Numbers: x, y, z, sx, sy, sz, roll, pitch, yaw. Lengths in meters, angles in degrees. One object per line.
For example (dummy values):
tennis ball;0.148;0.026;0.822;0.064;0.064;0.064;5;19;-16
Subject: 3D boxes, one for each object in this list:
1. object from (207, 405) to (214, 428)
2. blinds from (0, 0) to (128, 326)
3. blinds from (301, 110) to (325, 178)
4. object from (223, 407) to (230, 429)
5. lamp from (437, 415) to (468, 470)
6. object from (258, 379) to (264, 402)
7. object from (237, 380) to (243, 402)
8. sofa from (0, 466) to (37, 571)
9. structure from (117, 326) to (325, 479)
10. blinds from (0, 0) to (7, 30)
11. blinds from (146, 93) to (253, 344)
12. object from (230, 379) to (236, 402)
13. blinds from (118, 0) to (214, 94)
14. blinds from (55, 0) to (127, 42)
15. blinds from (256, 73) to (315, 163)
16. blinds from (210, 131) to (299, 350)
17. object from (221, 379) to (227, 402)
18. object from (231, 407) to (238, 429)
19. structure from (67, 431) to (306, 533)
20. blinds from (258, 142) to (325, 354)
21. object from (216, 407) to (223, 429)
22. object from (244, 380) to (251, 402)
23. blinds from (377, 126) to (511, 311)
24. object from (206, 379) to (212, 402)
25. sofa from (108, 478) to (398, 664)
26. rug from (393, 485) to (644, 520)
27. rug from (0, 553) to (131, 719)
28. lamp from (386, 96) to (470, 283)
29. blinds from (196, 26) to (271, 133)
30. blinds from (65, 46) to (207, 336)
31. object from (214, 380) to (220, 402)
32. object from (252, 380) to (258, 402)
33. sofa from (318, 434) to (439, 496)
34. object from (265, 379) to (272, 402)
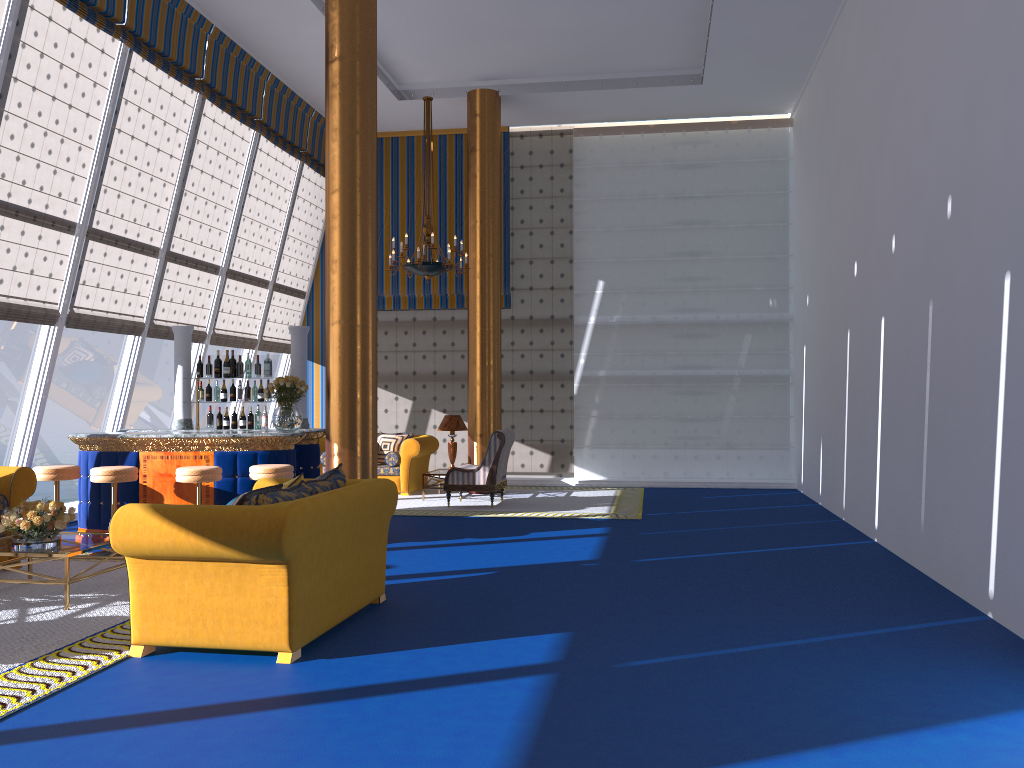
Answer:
object;-3.272;0.353;9.622;0.071;0.242;0.071;0;0;-9
blinds;-4.404;-2.303;8.418;0.871;3.394;1.369;0;0;9
blinds;-3.024;-3.738;14.252;0.337;0.830;1.529;0;-1;9
object;-3.099;0.370;9.634;0.069;0.244;0.068;0;0;-10
lamp;-0.844;0.835;12.599;0.447;0.783;0.445;0;0;-6
object;-2.723;0.071;9.630;0.069;0.244;0.068;0;0;-10
object;-2.946;0.071;9.609;0.057;0.239;0.056;0;0;-17
sofa;-4.630;1.077;6.631;0.998;0.854;1.852;0;-1;9
structure;-3.174;0.462;9.779;2.312;2.196;0.769;0;0;0
blinds;-4.651;-2.327;6.935;0.871;3.394;1.369;0;0;9
blinds;-3.909;-2.255;11.389;0.871;3.394;1.369;0;0;9
object;-3.024;0.069;9.616;0.066;0.244;0.065;0;0;-10
blinds;-3.787;-3.811;9.674;0.337;0.830;1.529;0;-1;9
blinds;-4.041;-3.836;8.146;0.337;0.830;1.529;0;-1;9
blinds;-3.278;-3.762;12.725;0.337;0.830;1.529;0;-1;9
blinds;-3.655;-2.230;12.916;0.871;3.394;1.369;0;0;9
object;-3.121;0.073;9.614;0.069;0.244;0.068;0;0;-10
object;-3.011;0.366;9.625;0.066;0.244;0.065;0;0;-10
structure;-3.177;1.010;8.689;2.313;1.065;0.769;0;-1;-2
blinds;-3.410;-2.207;14.385;0.871;3.394;1.369;0;0;9
object;-3.179;0.370;9.644;0.065;0.244;0.066;0;0;13
object;-2.868;0.076;9.629;0.072;0.232;0.071;0;0;-12
blinds;-1.340;-2.712;14.729;2.652;2.990;0.152;0;0;8
object;-3.288;0.070;9.622;0.066;0.244;0.065;0;0;-10
sofa;-1.465;1.061;5.469;1.007;0.854;1.855;0;-1;11
rug;-1.321;1.594;12.364;6.238;0.011;3.604;0;-1;8
rug;-3.859;1.477;4.882;3.581;0.010;6.276;0;-1;9
lamp;-1.097;-2.527;11.576;1.065;2.421;1.054;0;0;-14
blinds;-3.532;-3.787;11.202;0.337;0.830;1.529;0;-1;9
blinds;-4.152;-2.278;9.933;0.871;3.394;1.369;0;0;9
object;-3.200;0.077;9.623;0.059;0.230;0.058;0;0;-32
object;-2.793;0.076;9.640;0.059;0.230;0.058;0;0;-32
sofa;-2.108;1.192;13.251;1.841;0.854;1.015;0;-1;10
object;-2.643;0.071;9.622;0.071;0.244;0.072;0;0;30
